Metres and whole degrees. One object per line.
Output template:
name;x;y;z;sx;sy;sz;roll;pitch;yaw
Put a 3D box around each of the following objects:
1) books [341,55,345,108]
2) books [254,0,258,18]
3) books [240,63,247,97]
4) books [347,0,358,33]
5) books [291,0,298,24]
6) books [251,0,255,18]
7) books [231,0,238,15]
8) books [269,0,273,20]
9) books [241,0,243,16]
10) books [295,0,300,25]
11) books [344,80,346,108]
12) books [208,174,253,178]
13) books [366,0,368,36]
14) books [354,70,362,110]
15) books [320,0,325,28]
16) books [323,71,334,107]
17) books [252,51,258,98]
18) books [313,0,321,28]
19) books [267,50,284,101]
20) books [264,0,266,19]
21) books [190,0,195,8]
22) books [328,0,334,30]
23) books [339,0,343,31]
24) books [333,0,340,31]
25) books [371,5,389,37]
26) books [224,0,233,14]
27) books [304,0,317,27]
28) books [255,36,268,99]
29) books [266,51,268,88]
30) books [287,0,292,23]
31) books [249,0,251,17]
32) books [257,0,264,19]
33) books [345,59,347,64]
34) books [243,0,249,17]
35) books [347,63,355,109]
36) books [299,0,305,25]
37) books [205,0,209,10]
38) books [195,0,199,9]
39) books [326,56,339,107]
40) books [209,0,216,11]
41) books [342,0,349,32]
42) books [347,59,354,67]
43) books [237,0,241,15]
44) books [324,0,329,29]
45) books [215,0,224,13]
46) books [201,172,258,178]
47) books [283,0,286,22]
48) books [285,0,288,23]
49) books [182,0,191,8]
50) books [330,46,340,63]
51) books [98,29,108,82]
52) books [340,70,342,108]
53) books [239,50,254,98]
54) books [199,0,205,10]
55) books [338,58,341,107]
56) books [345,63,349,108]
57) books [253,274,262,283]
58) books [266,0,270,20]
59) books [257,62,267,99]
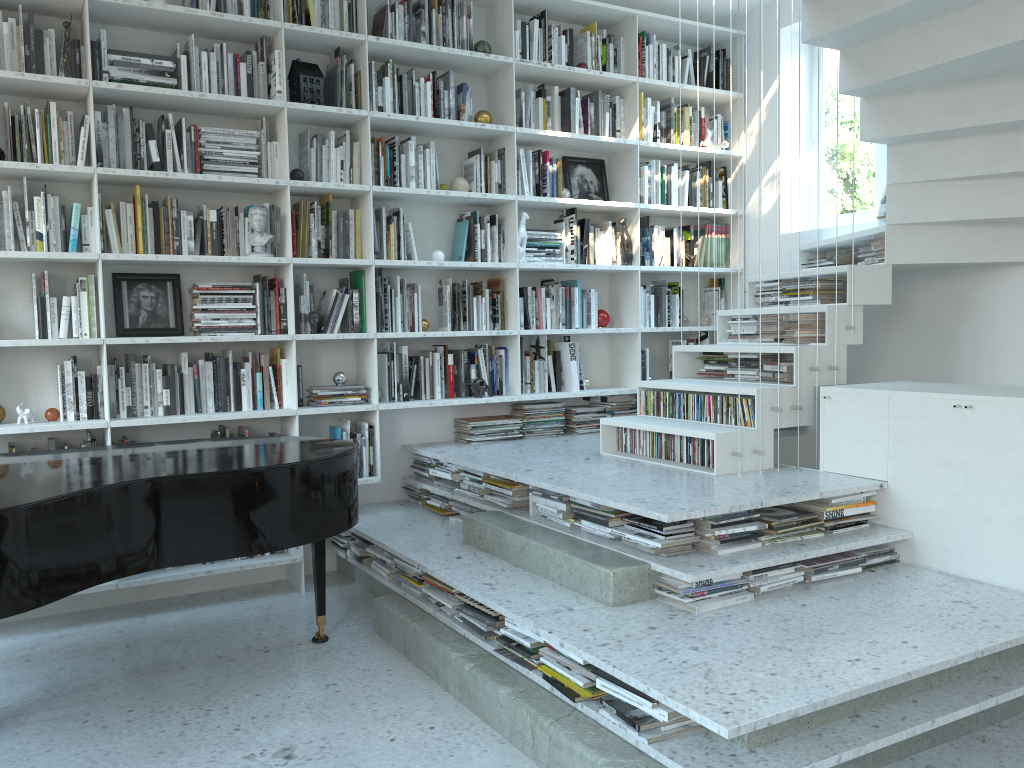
books;-0.884;-1.509;4.526;0.021;0.288;0.179;-3;5;-29
books;-1.265;-1.866;4.316;0.012;0.308;0.138;-3;5;-29
books;-1.317;-1.435;4.292;0.029;0.188;0.176;-3;4;-29
books;-0.836;-1.859;4.532;0.029;0.253;0.186;-3;5;-29
books;-1.096;-1.850;4.398;0.034;0.261;0.157;-3;5;-29
books;-1.279;-1.814;4.319;0.014;0.204;0.135;-3;5;-29
books;-1.350;-1.825;4.259;0.023;0.236;0.154;-3;5;-29
books;-1.202;-1.844;4.354;0.022;0.257;0.136;-3;5;-29
books;-1.323;-1.816;4.269;0.012;0.217;0.179;-3;4;-29
books;-1.081;-1.852;4.415;0.008;0.262;0.142;-3;5;-29
books;-0.881;-1.472;4.552;0.013;0.211;0.140;-3;5;-29
books;-1.376;-0.990;4.299;0.254;0.012;0.161;-3;4;-33
books;-0.781;-1.888;4.561;0.019;0.304;0.175;-3;5;-29
books;-0.815;-1.475;4.561;0.008;0.214;0.223;-3;4;-29
books;-0.976;-1.875;4.460;0.010;0.298;0.167;-3;5;-29
books;-0.937;-1.470;4.527;0.019;0.214;0.156;-3;5;-29
books;-1.273;-1.475;4.332;0.029;0.261;0.133;-3;5;-29
books;-1.002;-1.863;4.467;0.030;0.275;0.151;-3;5;-29
books;-1.165;-1.464;4.314;0.037;0.237;0.272;-3;4;-29
books;-1.230;-1.836;4.340;0.014;0.244;0.145;-3;5;-29
books;-1.513;-1.843;4.158;0.014;0.292;0.176;-3;5;-29
books;-0.940;-1.829;4.482;0.024;0.202;0.180;-3;4;-29
books;-0.900;-1.833;4.523;0.025;0.204;0.162;-3;5;-29
books;-0.914;-1.836;4.492;0.031;0.213;0.169;-3;5;-29
books;-0.694;-1.843;4.618;0.046;0.206;0.183;-3;4;-29
books;-1.371;-1.806;4.242;0.033;0.203;0.166;-3;4;-29
books;-1.028;-1.850;4.429;0.054;0.255;0.190;-3;5;-29
books;-1.228;-1.513;4.349;0.012;0.334;0.155;-3;5;-29
books;-1.227;-1.497;4.371;0.010;0.300;0.133;-3;5;-29
books;-1.116;-1.837;4.368;0.007;0.239;0.191;-3;5;-29
books;-1.300;-1.827;4.313;0.026;0.234;0.137;-3;5;-29
books;-1.244;-1.834;4.321;0.028;0.244;0.161;-3;5;-29
books;-0.875;-1.512;4.573;0.013;0.289;0.131;-3;5;-29
books;-1.299;-1.809;4.264;0.023;0.202;0.193;-3;4;-29
books;-0.843;-1.491;4.545;0.013;0.248;0.186;-3;5;-29
books;-1.062;-1.838;4.406;0.015;0.234;0.171;-3;5;-29
books;-1.457;-1.866;4.186;0.010;0.332;0.186;-3;5;-29
books;-1.497;-1.847;4.176;0.011;0.296;0.157;-3;5;-29
books;-0.915;-1.499;4.501;0.021;0.272;0.190;-3;5;-29
books;-1.432;-1.807;4.209;0.050;0.211;0.172;-3;4;-29
books;-0.876;-1.829;4.529;0.022;0.194;0.181;-3;4;-29
books;-0.839;-1.515;4.585;0.005;0.292;0.130;-3;5;-29
books;-1.328;-1.842;4.253;0.010;0.270;0.180;-3;5;-29
books;-0.960;-1.817;4.470;0.022;0.180;0.173;-3;4;-29
books;-1.408;-1.839;4.241;0.028;0.270;0.140;-3;5;-29
books;-1.377;-1.003;4.300;0.254;0.012;0.160;-3;4;-26
books;-1.145;-1.866;4.371;0.007;0.298;0.181;-3;5;-29
books;-1.138;-1.815;4.386;0.015;0.193;0.160;-3;4;-29
books;-1.533;-1.820;4.169;0.012;0.245;0.151;-3;5;-29
books;-0.909;-1.534;4.535;0.025;0.339;0.142;-3;5;-29
books;-1.840;-1.437;3.986;0.021;0.249;0.191;-3;5;-29
books;-0.903;-1.474;4.542;0.024;0.217;0.168;-3;5;-29
books;-1.291;-1.466;4.304;0.032;0.248;0.173;-3;5;-29
books;-1.484;-1.804;4.200;0.031;0.209;0.146;-3;5;-29
books;-0.907;-1.500;4.520;0.022;0.272;0.181;-3;5;-29
books;-0.869;-1.494;4.546;0.005;0.255;0.158;-3;5;-29
books;-1.265;-0.394;4.424;0.011;0.299;0.130;-3;5;-29
books;-1.214;-1.833;4.340;0.014;0.239;0.153;-3;5;-29
books;-1.240;-1.446;4.336;0.029;0.202;0.191;-3;4;-29
